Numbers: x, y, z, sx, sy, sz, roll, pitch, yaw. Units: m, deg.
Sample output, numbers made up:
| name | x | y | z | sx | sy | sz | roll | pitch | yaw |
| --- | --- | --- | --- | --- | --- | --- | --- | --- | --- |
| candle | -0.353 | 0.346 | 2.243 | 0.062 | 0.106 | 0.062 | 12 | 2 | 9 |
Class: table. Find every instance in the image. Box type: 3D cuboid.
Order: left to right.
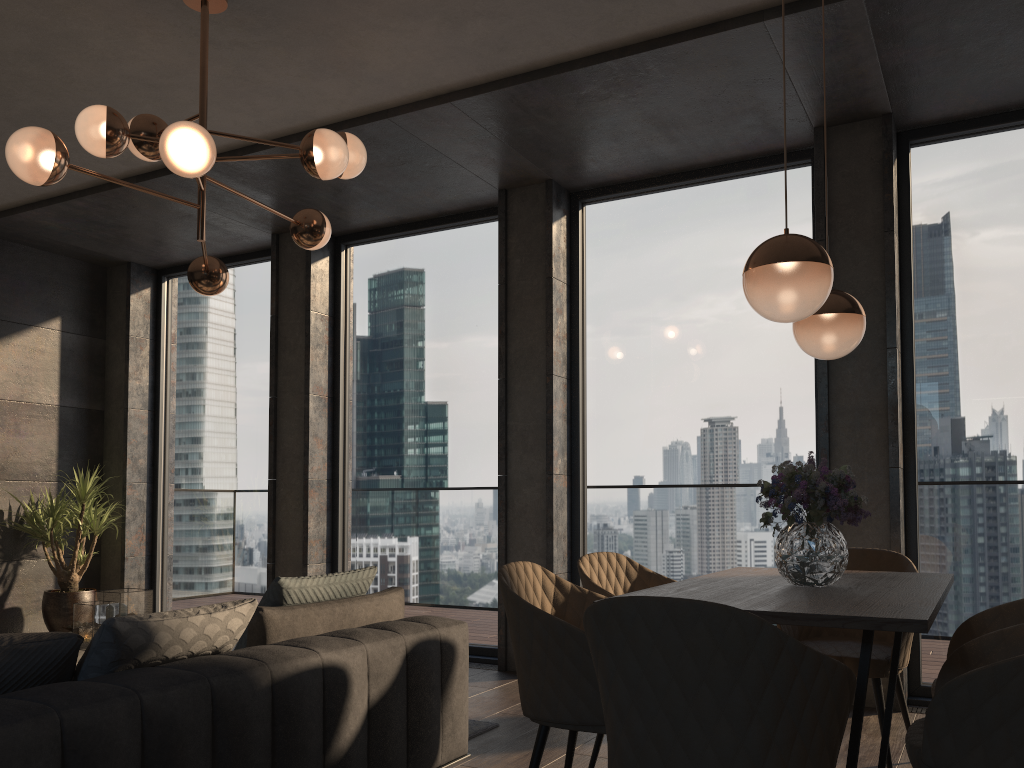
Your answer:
| name | x | y | z | sx | sy | sz | roll | pitch | yaw |
| --- | --- | --- | --- | --- | --- | --- | --- | --- | --- |
| table | -2.114 | 1.467 | 4.481 | 0.932 | 0.307 | 0.936 | -4 | -8 | 28 |
| table | 0.893 | 0.997 | 2.680 | 0.770 | 0.764 | 1.475 | -3 | -7 | 28 |

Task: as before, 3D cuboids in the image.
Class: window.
| name | x | y | z | sx | sy | sz | roll | pitch | yaw |
| --- | --- | --- | --- | --- | --- | --- | --- | --- | --- |
| window | 0.213 | 0.293 | 5.655 | 7.277 | 2.985 | 0.200 | -4 | -4 | 28 |

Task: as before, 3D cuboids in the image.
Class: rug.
| name | x | y | z | sx | sy | sz | roll | pitch | yaw |
| --- | --- | --- | --- | --- | --- | --- | --- | --- | --- |
| rug | -1.854 | 1.568 | 4.059 | 3.148 | 0.020 | 1.740 | -4 | -9 | 28 |

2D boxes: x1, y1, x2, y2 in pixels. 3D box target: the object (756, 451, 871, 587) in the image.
| name | x | y | z | sx | sy | sz | roll | pitch | yaw |
| --- | --- | --- | --- | --- | --- | --- | --- | --- | --- |
| object | 0.914 | 0.408 | 2.683 | 0.328 | 0.407 | 0.300 | 0 | -5 | -1 |

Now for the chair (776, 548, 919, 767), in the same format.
| name | x | y | z | sx | sy | sz | roll | pitch | yaw |
| --- | --- | --- | --- | --- | --- | --- | --- | --- | --- |
| chair | 1.332 | 1.076 | 3.486 | 0.556 | 0.832 | 0.512 | -3 | -5 | 33 |

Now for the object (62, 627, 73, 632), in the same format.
| name | x | y | z | sx | sy | sz | roll | pitch | yaw |
| --- | --- | --- | --- | --- | --- | --- | --- | --- | --- |
| object | -2.202 | 1.302 | 4.707 | 0.347 | 0.083 | 0.350 | -1 | -8 | 6 |

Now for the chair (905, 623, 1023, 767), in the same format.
| name | x | y | z | sx | sy | sz | roll | pitch | yaw |
| --- | --- | --- | --- | --- | --- | --- | --- | --- | --- |
| chair | 1.204 | 0.880 | 2.073 | 0.511 | 0.832 | 0.558 | -2 | -5 | 28 |

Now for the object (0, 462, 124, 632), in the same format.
| name | x | y | z | sx | sy | sz | roll | pitch | yaw |
| --- | --- | --- | --- | --- | --- | --- | --- | --- | --- |
| object | -3.405 | 1.250 | 6.643 | 0.953 | 1.353 | 1.029 | 3 | -5 | -30 |

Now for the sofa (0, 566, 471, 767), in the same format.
| name | x | y | z | sx | sy | sz | roll | pitch | yaw |
| --- | --- | --- | --- | --- | --- | --- | --- | --- | --- |
| sofa | -1.879 | 1.055 | 3.153 | 2.915 | 0.779 | 2.036 | -4 | -8 | 28 |

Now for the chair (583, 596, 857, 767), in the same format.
| name | x | y | z | sx | sy | sz | roll | pitch | yaw |
| --- | --- | --- | --- | --- | --- | --- | --- | --- | --- |
| chair | 0.431 | 0.854 | 1.888 | 0.556 | 0.832 | 0.512 | -3 | -5 | 33 |

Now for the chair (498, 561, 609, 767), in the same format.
| name | x | y | z | sx | sy | sz | roll | pitch | yaw |
| --- | --- | --- | --- | --- | --- | --- | --- | --- | --- |
| chair | 0.237 | 0.961 | 2.660 | 0.510 | 0.832 | 0.558 | -2 | -5 | 23 |

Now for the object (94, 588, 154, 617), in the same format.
| name | x | y | z | sx | sy | sz | roll | pitch | yaw |
| --- | --- | --- | --- | --- | --- | --- | --- | --- | --- |
| object | -1.989 | 1.188 | 4.524 | 0.197 | 0.259 | 0.200 | -2 | -5 | 28 |

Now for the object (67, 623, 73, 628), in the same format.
| name | x | y | z | sx | sy | sz | roll | pitch | yaw |
| --- | --- | --- | --- | --- | --- | --- | --- | --- | --- |
| object | -2.211 | 1.305 | 4.710 | 0.324 | 0.071 | 0.279 | -2 | -8 | 17 |

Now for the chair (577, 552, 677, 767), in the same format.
| name | x | y | z | sx | sy | sz | roll | pitch | yaw |
| --- | --- | --- | --- | --- | --- | --- | --- | --- | --- |
| chair | 0.526 | 1.036 | 3.199 | 0.511 | 0.832 | 0.557 | -3 | -5 | 38 |

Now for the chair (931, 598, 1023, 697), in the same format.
| name | x | y | z | sx | sy | sz | roll | pitch | yaw |
| --- | --- | --- | --- | --- | --- | --- | --- | --- | --- |
| chair | 1.533 | 0.957 | 2.634 | 0.510 | 0.832 | 0.558 | -2 | -5 | 23 |

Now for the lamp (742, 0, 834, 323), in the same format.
| name | x | y | z | sx | sy | sz | roll | pitch | yaw |
| --- | --- | --- | --- | --- | --- | --- | --- | --- | --- |
| lamp | 0.755 | -0.936 | 2.452 | 0.239 | 1.536 | 0.240 | 0 | -3 | 4 |

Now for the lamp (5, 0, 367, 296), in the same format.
| name | x | y | z | sx | sy | sz | roll | pitch | yaw |
| --- | --- | --- | --- | --- | --- | --- | --- | --- | --- |
| lamp | -1.134 | -1.031 | 3.588 | 1.014 | 1.032 | 1.475 | 0 | -6 | 5 |

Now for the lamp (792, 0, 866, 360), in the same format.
| name | x | y | z | sx | sy | sz | roll | pitch | yaw |
| --- | --- | --- | --- | --- | --- | --- | --- | --- | --- |
| lamp | 1.089 | -0.851 | 3.067 | 0.239 | 1.536 | 0.240 | -2 | -3 | 34 |

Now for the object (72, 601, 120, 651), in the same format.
| name | x | y | z | sx | sy | sz | roll | pitch | yaw |
| --- | --- | --- | --- | --- | --- | --- | --- | --- | --- |
| object | -2.029 | 1.178 | 4.310 | 0.150 | 0.219 | 0.149 | -2 | -5 | 28 |
